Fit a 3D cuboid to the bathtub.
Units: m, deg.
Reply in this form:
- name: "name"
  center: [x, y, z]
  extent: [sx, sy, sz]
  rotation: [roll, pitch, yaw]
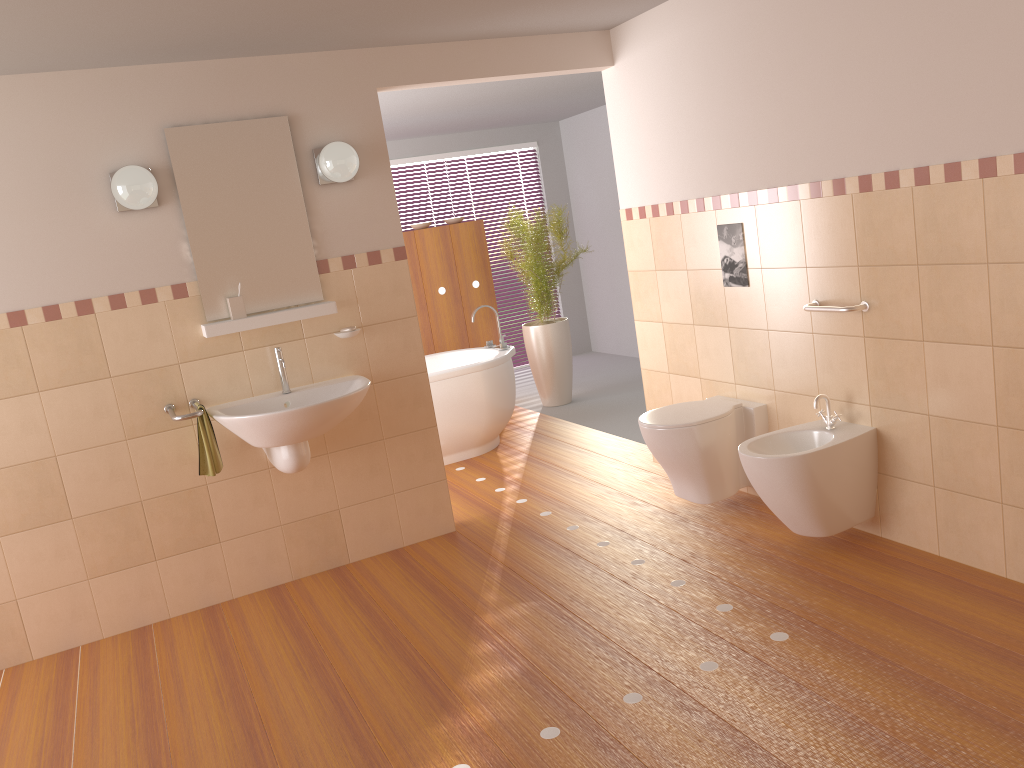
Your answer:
- name: "bathtub"
  center: [-0.812, 0.079, 5.726]
  extent: [1.874, 0.900, 0.888]
  rotation: [-14, 11, -23]

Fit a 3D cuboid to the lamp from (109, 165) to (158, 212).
- name: "lamp"
  center: [-1.488, -0.773, 3.496]
  extent: [0.173, 0.173, 0.209]
  rotation: [-14, 11, -23]

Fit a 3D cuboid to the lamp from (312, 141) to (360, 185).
- name: "lamp"
  center: [-0.747, -0.953, 3.814]
  extent: [0.173, 0.173, 0.209]
  rotation: [-14, 11, -23]

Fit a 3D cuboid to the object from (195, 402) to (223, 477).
- name: "object"
  center: [-1.253, 0.223, 3.641]
  extent: [0.085, 0.306, 0.181]
  rotation: [-10, 11, -7]

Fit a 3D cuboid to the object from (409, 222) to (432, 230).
- name: "object"
  center: [-0.684, -1.188, 6.691]
  extent: [0.173, 0.046, 0.173]
  rotation: [-14, 11, -23]

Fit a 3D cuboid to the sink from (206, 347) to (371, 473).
- name: "sink"
  center: [-0.893, 0.112, 3.688]
  extent: [0.683, 0.516, 0.539]
  rotation: [-14, 11, -23]

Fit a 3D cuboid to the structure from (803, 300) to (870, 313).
- name: "structure"
  center: [1.223, -0.292, 3.392]
  extent: [0.091, 0.042, 0.295]
  rotation: [-14, 11, -23]

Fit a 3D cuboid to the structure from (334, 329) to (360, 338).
- name: "structure"
  center: [-0.730, -0.221, 3.968]
  extent: [0.117, 0.029, 0.092]
  rotation: [-14, 11, -23]

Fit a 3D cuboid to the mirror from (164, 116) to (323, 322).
- name: "mirror"
  center: [-1.125, -0.705, 3.766]
  extent: [0.502, 0.799, 0.008]
  rotation: [-14, 11, -23]

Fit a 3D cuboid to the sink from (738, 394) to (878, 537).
- name: "sink"
  center: [1.123, 0.319, 3.415]
  extent: [0.515, 0.517, 0.335]
  rotation: [-14, 11, -23]

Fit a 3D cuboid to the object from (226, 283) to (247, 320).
- name: "object"
  center: [-1.160, -0.348, 3.725]
  extent: [0.063, 0.149, 0.073]
  rotation: [-14, 11, -23]

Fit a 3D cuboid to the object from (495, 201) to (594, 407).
- name: "object"
  center: [0.326, -0.620, 6.664]
  extent: [0.683, 1.557, 1.335]
  rotation: [-7, 11, 9]

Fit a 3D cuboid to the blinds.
- name: "blinds"
  center: [-1.726, -0.761, 7.786]
  extent: [4.712, 2.022, 0.032]
  rotation: [-14, 11, -23]

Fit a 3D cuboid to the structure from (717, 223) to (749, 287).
- name: "structure"
  center: [0.974, -0.566, 3.913]
  extent: [0.005, 0.279, 0.170]
  rotation: [-14, 11, -23]

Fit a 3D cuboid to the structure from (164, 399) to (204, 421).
- name: "structure"
  center: [-1.326, 0.111, 3.600]
  extent: [0.142, 0.042, 0.333]
  rotation: [-14, 11, -23]

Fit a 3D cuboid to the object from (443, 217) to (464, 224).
- name: "object"
  center: [-0.440, -1.247, 6.796]
  extent: [0.173, 0.046, 0.173]
  rotation: [-14, 11, -23]

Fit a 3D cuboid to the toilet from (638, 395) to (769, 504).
- name: "toilet"
  center: [0.850, 0.309, 4.022]
  extent: [0.534, 0.400, 0.375]
  rotation: [-14, 11, -23]

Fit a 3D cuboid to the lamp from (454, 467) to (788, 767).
- name: "lamp"
  center: [-1.127, 1.006, 3.536]
  extent: [3.173, 0.001, 2.893]
  rotation: [-14, 11, -23]

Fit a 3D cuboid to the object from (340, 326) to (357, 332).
- name: "object"
  center: [-0.732, -0.243, 3.966]
  extent: [0.075, 0.023, 0.050]
  rotation: [-3, 12, 31]

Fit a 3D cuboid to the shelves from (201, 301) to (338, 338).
- name: "shelves"
  center: [-1.035, -0.279, 3.798]
  extent: [0.554, 0.050, 0.138]
  rotation: [-14, 11, -23]

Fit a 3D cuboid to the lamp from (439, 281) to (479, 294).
- name: "lamp"
  center: [-0.777, -0.640, 6.564]
  extent: [1.169, 0.052, 0.001]
  rotation: [-14, 11, -23]
